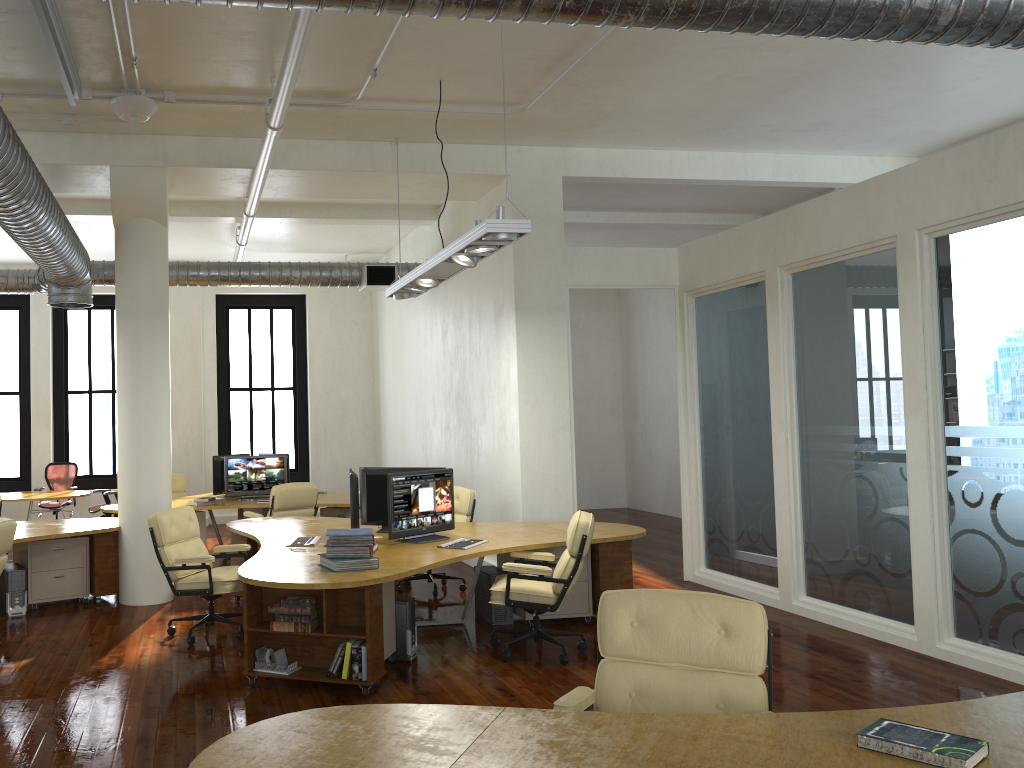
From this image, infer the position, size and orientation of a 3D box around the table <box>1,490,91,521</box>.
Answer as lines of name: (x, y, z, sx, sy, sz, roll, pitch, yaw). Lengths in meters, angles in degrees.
table: (-6.832, 1.968, 12.782, 1.553, 0.745, 1.414, -2, -2, 11)

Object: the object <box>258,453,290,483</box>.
object: (-3.182, 1.206, 11.867, 0.264, 0.552, 0.887, 0, -3, -41)

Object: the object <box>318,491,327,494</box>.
object: (-2.742, 1.476, 12.141, 0.209, 0.016, 0.519, 0, -3, -37)

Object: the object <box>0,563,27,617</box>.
object: (-4.669, 1.916, 8.290, 0.164, 0.411, 0.524, 0, -3, -37)

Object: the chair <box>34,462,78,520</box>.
chair: (-7.026, 1.804, 13.756, 0.717, 1.158, 0.770, -1, -2, -6)

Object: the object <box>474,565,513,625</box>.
object: (-0.166, 1.787, 7.538, 0.172, 0.411, 0.502, -1, -2, -19)

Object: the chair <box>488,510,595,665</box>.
chair: (0.207, 1.430, 6.415, 0.815, 1.021, 0.686, -2, -2, 10)

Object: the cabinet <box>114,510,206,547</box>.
cabinet: (-4.268, 1.853, 10.788, 0.805, 0.709, 0.971, 0, -3, -40)

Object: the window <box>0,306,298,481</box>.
window: (4.373, 0.339, 0.265, 66.559, 14.084, 50.887, 0, -3, -31)

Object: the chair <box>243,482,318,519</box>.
chair: (-2.682, 1.640, 10.257, 0.858, 1.021, 0.647, -4, -3, 45)

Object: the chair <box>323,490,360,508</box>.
chair: (-2.280, 1.711, 12.385, 0.762, 1.021, 0.735, -1, -2, -10)

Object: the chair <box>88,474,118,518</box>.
chair: (-8.111, 1.705, 10.504, 1.042, 1.158, 7.152, -4, -3, 43)

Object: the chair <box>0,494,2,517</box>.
chair: (-5.978, 1.690, 9.630, 0.711, 1.021, 0.788, -1, -2, -6)

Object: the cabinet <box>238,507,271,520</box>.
cabinet: (-3.595, 1.921, 13.004, 0.865, 0.709, 0.912, -1, -2, -10)

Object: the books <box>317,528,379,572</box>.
books: (-1.094, 1.098, 5.889, 0.414, 0.227, 0.462, -1, -2, -4)

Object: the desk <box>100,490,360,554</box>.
desk: (-3.333, 1.858, 11.963, 3.809, 0.734, 3.584, -1, -2, -9)

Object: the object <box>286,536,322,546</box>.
object: (-1.671, 1.262, 7.126, 0.230, 0.016, 0.474, -1, -2, -4)

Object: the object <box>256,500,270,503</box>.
object: (-2.866, 1.428, 10.798, 0.475, 0.016, 0.230, -1, -2, -1)

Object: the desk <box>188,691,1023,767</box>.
desk: (1.513, 1.370, 1.937, 3.179, 0.734, 4.258, 0, -3, -39)

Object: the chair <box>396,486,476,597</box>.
chair: (-0.813, 1.546, 8.880, 0.789, 1.021, 0.704, -4, -3, 45)

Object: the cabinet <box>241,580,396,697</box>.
cabinet: (-1.231, 1.604, 5.998, 0.938, 0.709, 0.838, -2, -2, 15)

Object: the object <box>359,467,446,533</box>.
object: (-0.945, 0.998, 7.681, 0.868, 0.552, 0.270, -2, -2, 23)

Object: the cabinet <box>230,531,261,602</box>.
cabinet: (-2.078, 1.715, 8.451, 0.799, 0.709, 0.978, 1, -3, -45)

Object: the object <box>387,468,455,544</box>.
object: (-0.714, 0.971, 7.102, 0.321, 0.552, 0.729, -4, -3, 40)

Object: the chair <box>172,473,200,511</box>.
chair: (-4.725, 1.765, 12.350, 0.649, 1.021, 0.856, 0, -3, -40)

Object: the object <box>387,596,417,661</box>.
object: (-0.944, 1.763, 6.442, 0.510, 0.411, 0.169, -2, -2, 18)

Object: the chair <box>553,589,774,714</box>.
chair: (0.558, 1.300, 3.165, 0.776, 1.021, 0.717, -3, -3, 25)

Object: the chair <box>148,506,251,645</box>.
chair: (-2.482, 1.520, 7.197, 0.827, 1.021, 0.676, -2, -2, 15)

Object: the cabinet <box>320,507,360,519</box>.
cabinet: (-1.820, 1.803, 10.932, 0.954, 0.709, 0.823, -2, -2, 20)

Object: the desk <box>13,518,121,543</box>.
desk: (-5.862, 1.773, 8.216, 3.786, 0.734, 3.584, -2, -2, 23)

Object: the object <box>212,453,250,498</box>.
object: (-3.730, 1.216, 11.800, 0.315, 0.552, 0.744, -3, -3, 22)

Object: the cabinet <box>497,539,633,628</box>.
cabinet: (0.410, 1.625, 7.535, 0.854, 0.709, 0.923, -1, -2, -15)

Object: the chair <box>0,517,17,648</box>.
chair: (-4.241, 1.543, 6.762, 0.776, 1.021, 0.723, -1, -2, -5)

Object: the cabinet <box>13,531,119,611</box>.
cabinet: (-4.397, 1.779, 8.758, 0.808, 0.709, 0.969, 0, -3, -38)

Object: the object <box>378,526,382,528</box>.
object: (-0.944, 1.279, 7.992, 0.505, 0.016, 0.215, -2, -2, 18)

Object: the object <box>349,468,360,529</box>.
object: (-1.330, 0.994, 7.342, 0.286, 0.552, 0.819, -1, -2, -9)

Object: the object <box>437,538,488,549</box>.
object: (-0.372, 1.220, 6.786, 0.248, 0.016, 0.438, -2, -2, 23)

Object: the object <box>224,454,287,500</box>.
object: (-3.260, 1.187, 11.308, 0.767, 0.552, 0.306, -1, -3, -16)

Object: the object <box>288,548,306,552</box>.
object: (-1.622, 1.246, 6.688, 0.103, 0.015, 0.144, 0, -2, -28)

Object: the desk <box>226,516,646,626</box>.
desk: (-1.272, 1.648, 7.631, 3.509, 0.734, 3.854, 1, -3, -44)
